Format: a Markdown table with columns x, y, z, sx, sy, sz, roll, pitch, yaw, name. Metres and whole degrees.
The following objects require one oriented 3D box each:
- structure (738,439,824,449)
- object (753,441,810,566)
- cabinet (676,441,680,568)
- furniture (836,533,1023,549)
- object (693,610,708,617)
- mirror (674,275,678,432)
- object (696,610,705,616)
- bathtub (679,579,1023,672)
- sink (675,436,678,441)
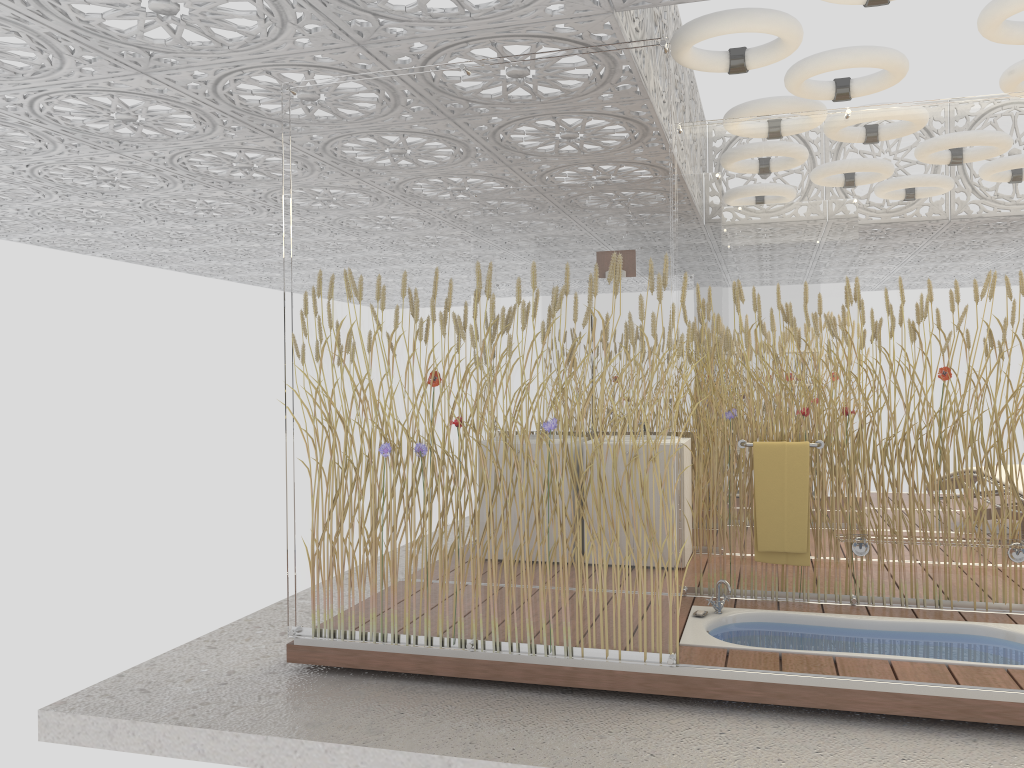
| x | y | z | sx | sy | sz | roll | pitch | yaw | name |
| --- | --- | --- | --- | --- | --- | --- | --- | --- | --- |
| 1.424 | 0.321 | 4.700 | 0.442 | 0.047 | 0.078 | -1 | 0 | 16 | structure |
| 1.422 | 0.629 | 4.675 | 0.283 | 0.656 | 0.042 | -1 | 0 | 16 | object |
| 0.848 | 0.764 | 5.909 | 0.643 | 0.782 | 0.549 | -1 | 0 | 16 | cabinet |
| 2.125 | 0.776 | 4.377 | 0.977 | 0.014 | 0.178 | -1 | 0 | 16 | furniture |
| 0.948 | 1.158 | 4.461 | 0.065 | 0.011 | 0.108 | -1 | 0 | 25 | object |
| 0.570 | -0.204 | 6.273 | 1.422 | 1.081 | 0.009 | -1 | 0 | 16 | mirror |
| 0.949 | 1.151 | 4.461 | 0.035 | 0.016 | 0.066 | -1 | 0 | 25 | object |
| 1.667 | 1.272 | 4.087 | 1.700 | 0.582 | 0.700 | -1 | 0 | 16 | bathtub |
| 0.846 | 0.396 | 5.926 | 0.573 | 0.266 | 0.499 | -1 | 0 | 19 | sink |
